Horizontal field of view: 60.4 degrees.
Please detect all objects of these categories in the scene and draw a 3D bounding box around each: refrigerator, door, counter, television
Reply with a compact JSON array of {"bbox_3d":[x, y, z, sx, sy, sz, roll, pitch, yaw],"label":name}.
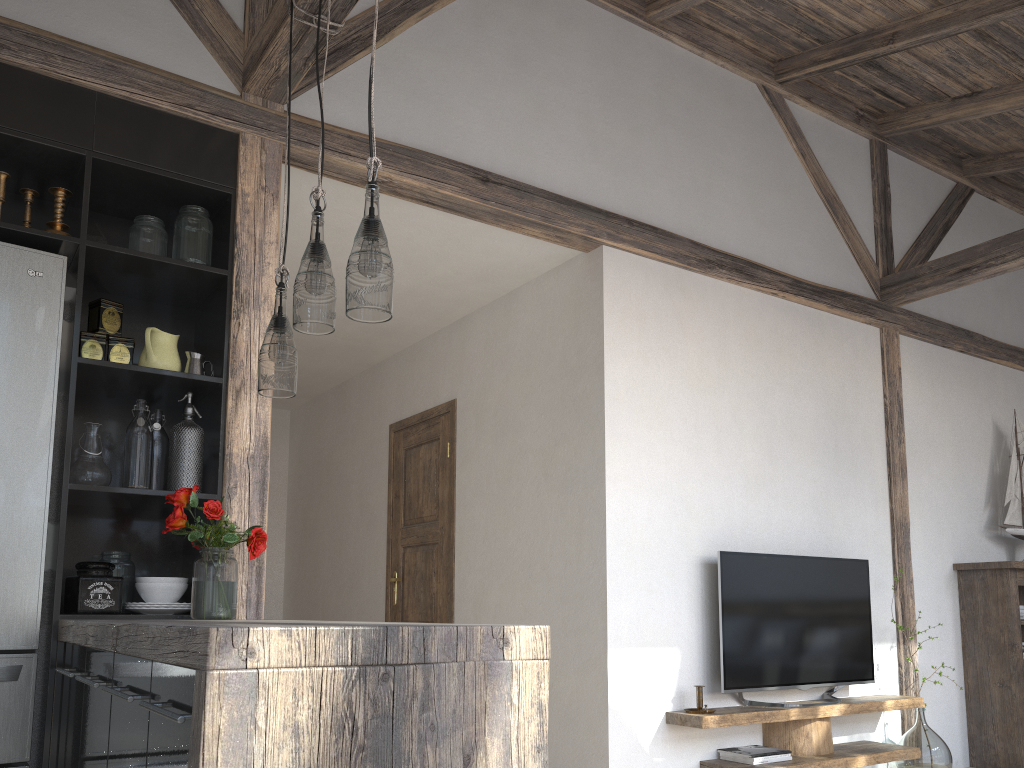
[{"bbox_3d":[-1.934,0.553,2.563,0.949,1.883,0.863,6,-11,-33],"label":"refrigerator"},{"bbox_3d":[-0.547,1.176,5.131,0.082,2.029,0.853,5,-10,-33],"label":"door"},{"bbox_3d":[-0.694,0.620,0.654,2.258,0.834,3.874,9,-17,-32],"label":"counter"},{"bbox_3d":[1.382,1.178,4.230,1.111,0.692,0.209,9,-12,-33],"label":"television"}]

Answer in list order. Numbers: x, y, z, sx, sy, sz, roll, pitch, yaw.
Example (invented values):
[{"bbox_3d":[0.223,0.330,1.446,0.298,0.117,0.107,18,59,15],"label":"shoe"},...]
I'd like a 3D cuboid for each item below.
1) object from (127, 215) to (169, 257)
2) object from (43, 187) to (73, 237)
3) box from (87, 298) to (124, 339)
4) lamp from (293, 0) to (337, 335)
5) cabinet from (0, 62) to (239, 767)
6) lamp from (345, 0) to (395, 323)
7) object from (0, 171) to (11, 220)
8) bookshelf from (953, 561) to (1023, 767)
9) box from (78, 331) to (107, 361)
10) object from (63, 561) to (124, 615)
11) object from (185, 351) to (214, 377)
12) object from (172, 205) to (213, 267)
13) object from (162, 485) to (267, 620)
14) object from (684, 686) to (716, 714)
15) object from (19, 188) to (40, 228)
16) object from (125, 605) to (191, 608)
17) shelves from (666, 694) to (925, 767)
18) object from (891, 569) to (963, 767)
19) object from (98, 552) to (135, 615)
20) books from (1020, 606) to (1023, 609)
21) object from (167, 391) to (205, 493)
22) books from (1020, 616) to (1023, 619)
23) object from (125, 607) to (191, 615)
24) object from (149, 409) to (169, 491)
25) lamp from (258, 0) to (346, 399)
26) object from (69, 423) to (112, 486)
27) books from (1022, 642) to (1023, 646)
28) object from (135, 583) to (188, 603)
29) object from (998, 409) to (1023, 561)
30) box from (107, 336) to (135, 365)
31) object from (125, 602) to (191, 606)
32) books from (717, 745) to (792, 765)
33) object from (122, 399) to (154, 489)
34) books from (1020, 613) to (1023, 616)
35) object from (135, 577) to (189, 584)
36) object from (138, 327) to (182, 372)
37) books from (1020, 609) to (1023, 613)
[{"bbox_3d":[-1.224,-0.466,2.960,0.126,0.169,0.129,-1,-10,6],"label":"object"},{"bbox_3d":[-1.402,-0.528,2.723,0.096,0.169,0.097,-5,-11,29],"label":"object"},{"bbox_3d":[-1.313,-0.206,2.839,0.083,0.111,0.084,-7,-13,36],"label":"box"},{"bbox_3d":[-0.435,-0.733,2.319,0.240,1.213,0.110,3,-9,-22],"label":"lamp"},{"bbox_3d":[-0.863,-0.152,0.894,2.107,2.454,4.283,7,-15,-33],"label":"cabinet"},{"bbox_3d":[-0.267,-0.769,2.080,0.226,1.263,0.110,5,-9,-32],"label":"lamp"},{"bbox_3d":[-1.533,-0.549,2.635,0.060,0.164,0.060,-7,-11,41],"label":"object"},{"bbox_3d":[3.380,1.716,5.438,1.636,1.151,0.352,8,-12,-33],"label":"bookshelf"},{"bbox_3d":[-1.348,-0.100,2.815,0.083,0.111,0.084,7,-12,-33],"label":"box"},{"bbox_3d":[-1.296,0.632,2.728,0.135,0.161,0.136,10,-15,-43],"label":"object"},{"bbox_3d":[-1.051,-0.056,2.948,0.094,0.094,0.076,7,-13,-33],"label":"object"},{"bbox_3d":[-1.072,-0.483,2.957,0.125,0.202,0.127,6,-11,-29],"label":"object"},{"bbox_3d":[-0.914,0.518,2.714,0.312,0.407,0.256,0,-10,-1],"label":"object"},{"bbox_3d":[0.814,1.366,3.815,0.141,0.110,0.141,-9,-15,38],"label":"object"},{"bbox_3d":[-1.507,-0.525,2.737,0.062,0.169,0.063,1,-9,-5],"label":"object"},{"bbox_3d":[-1.146,0.733,2.869,0.215,0.024,0.219,-6,-16,23],"label":"object"},{"bbox_3d":[1.414,1.732,4.121,1.614,0.441,0.335,10,-14,-33],"label":"shelves"},{"bbox_3d":[2.218,1.551,4.714,0.277,1.098,0.521,-7,-12,42],"label":"object"},{"bbox_3d":[-1.324,0.664,2.928,0.126,0.202,0.126,-9,-13,42],"label":"object"},{"bbox_3d":[2.899,1.324,5.218,0.220,0.021,0.160,10,-17,-33],"label":"books"},{"bbox_3d":[-1.070,0.194,2.897,0.109,0.343,0.111,1,-9,-4],"label":"object"},{"bbox_3d":[2.904,1.382,5.206,0.221,0.017,0.159,12,-19,-38],"label":"books"},{"bbox_3d":[-1.146,0.741,2.868,0.215,0.024,0.219,-3,-15,14],"label":"object"},{"bbox_3d":[-1.200,0.235,2.965,0.086,0.296,0.087,-2,-9,13],"label":"object"},{"bbox_3d":[-0.603,-0.615,2.573,0.227,1.315,0.110,5,-9,-32],"label":"lamp"},{"bbox_3d":[-1.351,0.237,2.820,0.132,0.216,0.134,4,-11,-22],"label":"object"},{"bbox_3d":[2.934,1.535,5.200,0.186,0.018,0.142,10,-17,-33],"label":"books"},{"bbox_3d":[-1.146,0.694,2.874,0.163,0.083,0.166,5,-14,-20],"label":"object"},{"bbox_3d":[3.289,0.655,5.551,0.794,0.973,0.142,6,-10,-29],"label":"object"},{"bbox_3d":[-1.273,-0.088,2.860,0.083,0.111,0.084,5,-11,-23],"label":"box"},{"bbox_3d":[-1.146,0.726,2.870,0.215,0.024,0.219,-5,-15,18],"label":"object"},{"bbox_3d":[1.081,1.761,3.890,0.362,0.259,0.295,8,-14,-33],"label":"books"},{"bbox_3d":[-1.200,0.199,2.828,0.086,0.296,0.087,8,-11,-41],"label":"object"},{"bbox_3d":[2.915,1.361,5.192,0.186,0.018,0.142,10,-17,-33],"label":"books"},{"bbox_3d":[-1.145,0.677,2.876,0.163,0.083,0.166,5,-14,-20],"label":"object"},{"bbox_3d":[-1.180,-0.096,2.939,0.137,0.167,0.151,-9,-14,41],"label":"object"},{"bbox_3d":[2.902,1.345,5.209,0.220,0.021,0.160,10,-17,-33],"label":"books"}]
